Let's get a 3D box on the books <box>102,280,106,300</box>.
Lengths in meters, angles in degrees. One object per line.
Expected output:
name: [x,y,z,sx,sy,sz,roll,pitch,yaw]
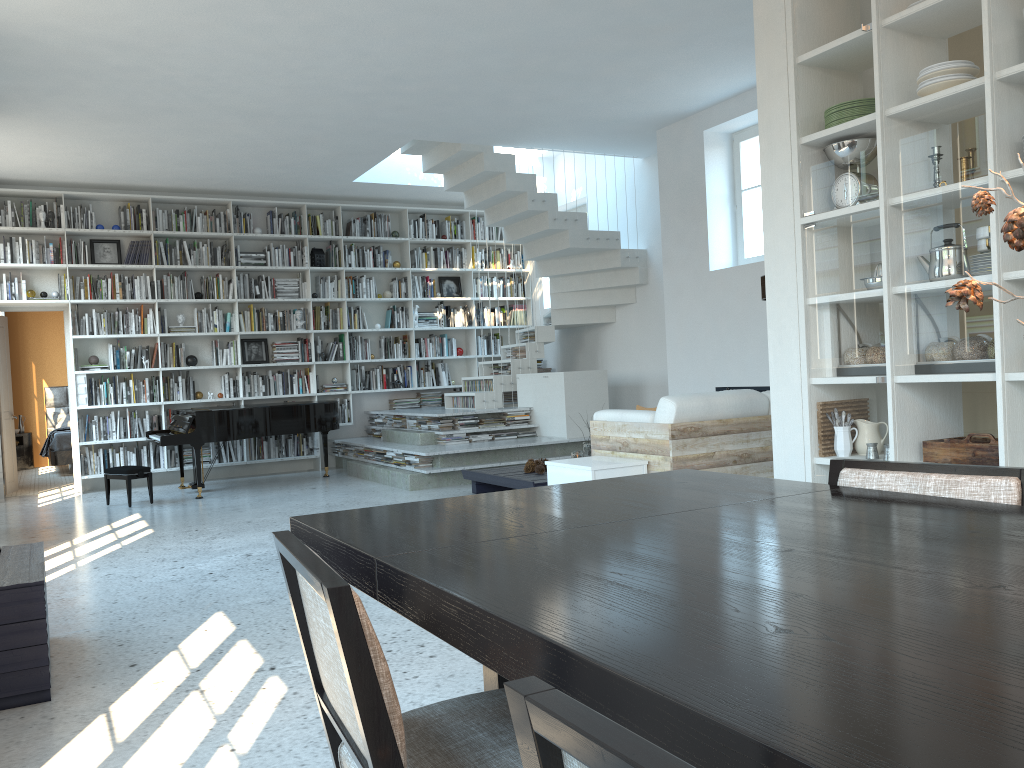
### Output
books: [-4.354,-0.988,9.458,0.031,0.217,0.173,-4,1,-28]

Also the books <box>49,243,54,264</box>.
books: [-4.788,-1.336,9.220,0.029,0.229,0.191,-4,1,-28]

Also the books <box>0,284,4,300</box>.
books: [-5.193,-0.924,9.042,0.029,0.185,0.134,-4,1,-28]

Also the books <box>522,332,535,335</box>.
books: [0.249,-0.595,10.410,0.191,0.013,0.243,-3,1,-17]

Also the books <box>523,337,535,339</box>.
books: [0.256,-0.544,10.412,0.187,0.009,0.261,-3,1,-18]

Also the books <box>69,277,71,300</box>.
books: [-4.650,-0.990,9.319,0.012,0.254,0.161,-4,1,-28]

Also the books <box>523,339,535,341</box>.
books: [0.250,-0.518,10.411,0.182,0.013,0.287,-3,1,-14]

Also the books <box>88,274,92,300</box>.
books: [-4.476,-1.013,9.400,0.020,0.281,0.164,-4,1,-28]

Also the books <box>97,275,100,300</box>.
books: [-4.403,-1.016,9.446,0.012,0.277,0.150,-4,1,-28]

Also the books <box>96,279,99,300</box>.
books: [-4.415,-0.992,9.445,0.012,0.230,0.149,-4,1,-28]

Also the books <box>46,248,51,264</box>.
books: [-4.824,-1.311,9.226,0.031,0.182,0.151,-4,1,-28]

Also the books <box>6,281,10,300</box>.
books: [-5.151,-0.941,9.064,0.023,0.214,0.140,-4,1,-28]

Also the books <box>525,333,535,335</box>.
books: [0.258,-0.585,10.413,0.174,0.009,0.240,-3,1,-19]

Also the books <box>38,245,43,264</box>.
books: [-4.887,-1.322,9.193,0.028,0.212,0.138,-4,1,-28]

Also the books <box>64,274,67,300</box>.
books: [-4.683,-1.004,9.294,0.010,0.286,0.137,-4,1,-28]

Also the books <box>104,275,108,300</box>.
books: [-4.338,-1.017,9.473,0.014,0.273,0.180,-4,1,-28]

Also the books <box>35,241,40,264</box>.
books: [-4.905,-1.341,9.163,0.030,0.251,0.165,-4,1,-28]

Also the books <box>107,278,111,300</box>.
books: [-4.313,-1.001,9.491,0.047,0.238,0.162,-4,1,-28]

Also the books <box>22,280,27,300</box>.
books: [-5.004,-0.948,9.102,0.029,0.211,0.187,-4,1,-28]

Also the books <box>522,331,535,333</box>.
books: [0.208,-0.620,10.705,0.165,0.014,0.235,-3,1,-11]

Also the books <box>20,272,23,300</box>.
books: [-5.031,-0.990,9.103,0.013,0.299,0.179,-4,1,-28]

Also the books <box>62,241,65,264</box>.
books: [-4.702,-1.361,9.302,0.037,0.268,0.113,-4,1,-28]

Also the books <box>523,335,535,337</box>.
books: [0.255,-0.565,10.412,0.176,0.007,0.254,-3,1,-20]

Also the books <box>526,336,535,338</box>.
books: [0.266,-0.555,10.415,0.154,0.014,0.196,-3,1,-15]

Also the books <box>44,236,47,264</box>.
books: [-4.838,-1.371,9.200,0.012,0.303,0.189,-4,1,-28]

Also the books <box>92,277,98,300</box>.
books: [-4.439,-1.000,9.427,0.047,0.250,0.134,-4,1,-28]

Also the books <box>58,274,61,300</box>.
books: [-4.729,-1.001,9.264,0.012,0.285,0.159,-4,1,-28]

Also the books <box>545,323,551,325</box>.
books: [0.527,-0.737,10.883,0.169,0.010,0.282,-3,1,-13]

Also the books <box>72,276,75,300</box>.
books: [-4.612,-0.996,9.320,0.012,0.263,0.180,-4,1,-28]

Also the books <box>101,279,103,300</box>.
books: [-4.376,-0.993,9.454,0.011,0.229,0.170,-4,1,-28]

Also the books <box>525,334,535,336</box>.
books: [0.268,-0.575,10.416,0.144,0.011,0.257,-3,1,-21]

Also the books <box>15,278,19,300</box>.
books: [-5.060,-0.957,9.064,0.021,0.237,0.188,-4,1,-28]

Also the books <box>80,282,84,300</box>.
books: [-4.535,-0.967,9.352,0.026,0.195,0.175,-4,1,-28]

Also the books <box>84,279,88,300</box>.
books: [-4.508,-0.986,9.380,0.030,0.230,0.172,-4,1,-28]

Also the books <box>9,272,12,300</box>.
books: [-5.109,-0.984,9.043,0.013,0.297,0.187,-4,1,-28]

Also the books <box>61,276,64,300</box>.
books: [-4.714,-0.994,9.296,0.044,0.269,0.134,-4,1,-28]

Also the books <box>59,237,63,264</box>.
books: [-4.718,-1.373,9.276,0.014,0.294,0.173,-4,1,-28]

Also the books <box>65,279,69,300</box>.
books: [-4.651,-0.974,9.270,0.020,0.224,0.231,-4,1,-28]

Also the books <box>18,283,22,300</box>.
books: [-5.056,-0.935,9.112,0.029,0.191,0.134,-4,1,-28]

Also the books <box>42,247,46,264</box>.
books: [-4.865,-1.317,9.214,0.029,0.197,0.144,-4,1,-28]

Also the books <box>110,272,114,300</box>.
books: [-4.289,-1.035,9.507,0.014,0.304,0.151,-4,1,-28]

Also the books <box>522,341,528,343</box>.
books: [0.220,-0.506,10.709,0.149,0.014,0.228,-3,1,-16]

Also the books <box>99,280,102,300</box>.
books: [-4.384,-0.987,9.442,0.014,0.218,0.164,-4,1,-28]

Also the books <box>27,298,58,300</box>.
books: [-4.865,-0.880,9.200,0.285,0.012,0.159,-3,1,-26]

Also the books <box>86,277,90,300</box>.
books: [-4.488,-0.998,9.389,0.014,0.253,0.187,-4,1,-28]

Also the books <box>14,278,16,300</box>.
books: [-5.086,-0.955,9.078,0.010,0.234,0.165,-4,1,-28]

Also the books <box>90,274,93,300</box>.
books: [-4.457,-1.012,9.397,0.011,0.277,0.164,-4,1,-28]

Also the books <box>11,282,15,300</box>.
books: [-5.097,-0.933,9.065,0.024,0.193,0.181,-4,1,-28]

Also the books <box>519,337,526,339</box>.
books: [0.205,-0.561,10.705,0.171,0.011,0.231,-3,1,-17]

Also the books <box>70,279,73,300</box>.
books: [-4.630,-0.980,9.320,0.022,0.232,0.151,-4,1,-28]

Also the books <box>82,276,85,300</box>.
books: [-4.528,-1.001,9.374,0.010,0.263,0.151,-4,1,-28]

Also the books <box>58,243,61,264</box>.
books: [-4.734,-1.343,9.281,0.014,0.236,0.144,-4,1,-28]

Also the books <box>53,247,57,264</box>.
books: [-4.775,-1.321,9.259,0.029,0.196,0.146,-4,1,-28]

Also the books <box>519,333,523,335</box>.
books: [0.199,-0.605,10.703,0.190,0.015,0.230,-3,1,-14]

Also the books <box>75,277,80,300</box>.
books: [-4.587,-0.995,9.352,0.062,0.258,0.153,-4,1,-28]

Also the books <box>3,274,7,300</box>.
books: [-5.165,-0.974,9.038,0.022,0.281,0.156,-4,1,-28]

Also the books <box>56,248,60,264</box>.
books: [-4.744,-1.318,9.260,0.026,0.188,0.154,-4,1,-28]

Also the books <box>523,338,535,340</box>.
books: [0.249,-0.532,10.410,0.191,0.014,0.243,-3,1,-15]

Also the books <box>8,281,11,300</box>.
books: [-5.126,-0.938,9.054,0.011,0.206,0.163,-4,1,-28]
